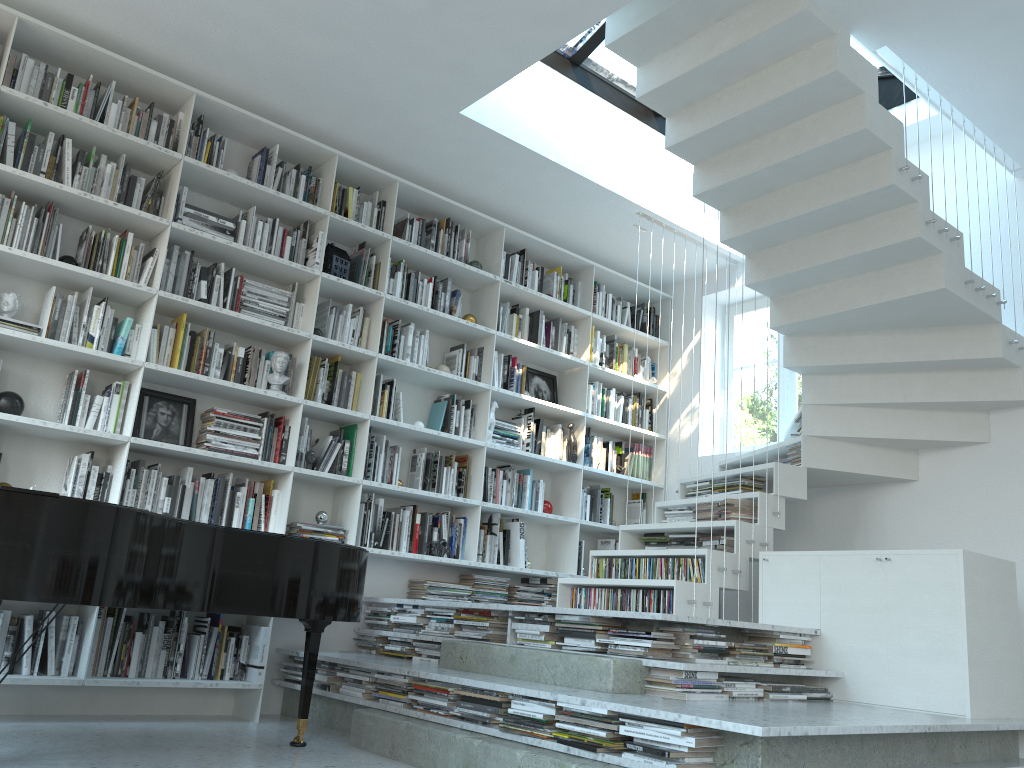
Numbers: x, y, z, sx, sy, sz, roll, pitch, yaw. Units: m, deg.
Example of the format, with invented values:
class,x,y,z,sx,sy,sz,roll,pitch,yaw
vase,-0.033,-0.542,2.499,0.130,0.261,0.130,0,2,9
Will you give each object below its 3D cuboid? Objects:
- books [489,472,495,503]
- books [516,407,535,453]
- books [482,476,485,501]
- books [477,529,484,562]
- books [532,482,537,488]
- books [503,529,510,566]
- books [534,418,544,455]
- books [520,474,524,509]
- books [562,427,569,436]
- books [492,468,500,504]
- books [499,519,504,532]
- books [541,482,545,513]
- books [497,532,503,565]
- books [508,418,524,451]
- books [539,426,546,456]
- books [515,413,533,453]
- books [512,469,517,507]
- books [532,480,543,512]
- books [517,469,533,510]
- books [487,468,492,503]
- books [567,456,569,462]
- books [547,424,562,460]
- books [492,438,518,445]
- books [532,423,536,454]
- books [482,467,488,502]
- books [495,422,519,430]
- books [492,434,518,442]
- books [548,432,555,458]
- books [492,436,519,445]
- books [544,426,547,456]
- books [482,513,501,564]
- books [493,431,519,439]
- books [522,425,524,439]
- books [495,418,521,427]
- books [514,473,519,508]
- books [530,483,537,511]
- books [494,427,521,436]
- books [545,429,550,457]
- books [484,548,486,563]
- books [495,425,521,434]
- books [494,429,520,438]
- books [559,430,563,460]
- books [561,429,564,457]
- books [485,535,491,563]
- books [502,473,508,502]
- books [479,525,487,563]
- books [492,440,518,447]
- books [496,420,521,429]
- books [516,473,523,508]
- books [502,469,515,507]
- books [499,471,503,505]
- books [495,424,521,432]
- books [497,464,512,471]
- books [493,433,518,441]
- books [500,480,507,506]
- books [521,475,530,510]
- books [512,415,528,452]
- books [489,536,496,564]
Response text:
class,x,y,z,sx,sy,sz,roll,pitch,yaw
books,-0.174,0.681,5.712,0.011,0.222,0.163,16,-18,-37
books,0.081,0.334,5.983,0.010,0.338,0.180,16,-18,-37
books,-0.239,0.682,5.662,0.022,0.183,0.163,16,-18,-37
books,-0.241,1.031,5.609,0.023,0.213,0.163,16,-18,-37
books,0.102,0.770,5.951,0.037,0.218,0.139,16,-18,-37
books,-0.086,1.063,5.728,0.031,0.239,0.172,16,-18,-37
books,0.130,0.381,6.032,0.059,0.281,0.167,16,-18,-37
books,0.015,0.727,5.888,0.012,0.253,0.161,16,-18,-37
books,0.349,0.453,6.236,0.029,0.283,0.139,16,-18,-37
books,-0.149,0.675,5.727,0.045,0.245,0.186,16,-18,-37
books,-0.110,1.030,5.737,0.010,0.303,0.131,16,-18,-37
books,0.150,0.779,5.980,0.027,0.222,0.170,16,-18,-37
books,-0.123,1.061,5.691,0.052,0.216,0.184,16,-18,-37
books,0.016,0.363,5.946,0.012,0.253,0.161,16,-18,-37
books,0.167,0.413,6.066,0.031,0.241,0.147,16,-18,-37
books,0.070,0.350,5.973,0.011,0.299,0.184,16,-18,-37
books,-0.043,0.696,5.806,0.012,0.261,0.186,16,-18,-37
books,0.132,0.767,5.965,0.025,0.235,0.181,16,-18,-37
books,0.062,0.716,5.902,0.026,0.289,0.181,16,-18,-37
books,-0.194,0.667,5.714,0.024,0.246,0.143,16,-18,-37
books,0.341,0.492,6.185,0.027,0.178,0.166,16,-19,-37
books,0.262,0.422,6.126,0.021,0.270,0.192,16,-18,-37
books,-0.111,0.386,5.840,0.254,0.012,0.161,16,-19,-35
books,0.087,0.389,5.989,0.030,0.236,0.179,16,-18,-37
books,-0.215,0.659,5.684,0.048,0.243,0.177,16,-18,-37
books,-0.100,0.282,5.869,0.254,0.012,0.161,16,-19,-35
books,-0.104,0.362,5.842,0.254,0.012,0.161,19,-20,-42
books,0.227,0.449,6.123,0.025,0.212,0.155,16,-18,-37
books,-0.109,0.375,5.844,0.285,0.012,0.159,17,-20,-39
books,0.180,0.419,6.099,0.031,0.249,0.133,16,-18,-37
books,-0.144,0.998,5.686,0.014,0.332,0.169,16,-18,-37
books,-0.101,0.339,5.849,0.254,0.012,0.161,14,-18,-32
books,0.018,0.373,5.969,0.023,0.246,0.138,16,-18,-37
books,-0.098,0.259,5.875,0.285,0.012,0.159,16,-19,-35
books,-0.027,0.717,5.847,0.026,0.246,0.166,16,-18,-37
books,0.085,0.768,5.917,0.030,0.200,0.189,16,-19,-37
books,-0.103,0.317,5.860,0.285,0.012,0.159,16,-19,-35
books,0.203,0.433,6.114,0.028,0.234,0.129,16,-18,-37
books,-0.212,1.042,5.633,0.025,0.209,0.137,16,-18,-37
books,-0.097,0.304,5.858,0.285,0.012,0.159,19,-20,-42
books,-0.102,0.328,5.856,0.285,0.012,0.159,18,-20,-40
books,0.283,0.445,6.142,0.041,0.238,0.177,16,-18,-37
books,0.299,0.447,6.175,0.024,0.254,0.145,16,-18,-37
books,-0.192,1.059,5.647,0.030,0.187,0.140,16,-18,-37
books,-0.096,0.703,5.784,0.012,0.229,0.179,16,-18,-37
books,-0.219,1.020,5.616,0.015,0.243,0.157,16,-18,-37
books,-0.109,0.397,5.834,0.254,0.012,0.161,15,-18,-33
books,-0.099,0.271,5.872,0.285,0.012,0.159,17,-20,-39
books,0.002,0.717,5.845,0.014,0.248,0.177,16,-18,-37
books,-0.065,0.692,5.782,0.028,0.254,0.191,16,-18,-37
books,-0.133,0.688,5.759,0.026,0.238,0.177,16,-18,-37
books,-0.101,0.294,5.866,0.285,0.012,0.159,16,-19,-35
books,-0.061,0.679,5.817,0.013,0.298,0.147,16,-18,-37
books,-0.110,0.352,5.853,0.254,0.012,0.161,16,-19,-37
books,-0.107,0.720,5.759,0.028,0.181,0.186,16,-19,-37
books,0.044,0.732,5.879,0.023,0.243,0.190,16,-18,-37
books,0.044,0.359,5.984,0.012,0.284,0.159,16,-18,-37
books,-0.167,1.066,5.658,0.024,0.184,0.149,16,-18,-37
